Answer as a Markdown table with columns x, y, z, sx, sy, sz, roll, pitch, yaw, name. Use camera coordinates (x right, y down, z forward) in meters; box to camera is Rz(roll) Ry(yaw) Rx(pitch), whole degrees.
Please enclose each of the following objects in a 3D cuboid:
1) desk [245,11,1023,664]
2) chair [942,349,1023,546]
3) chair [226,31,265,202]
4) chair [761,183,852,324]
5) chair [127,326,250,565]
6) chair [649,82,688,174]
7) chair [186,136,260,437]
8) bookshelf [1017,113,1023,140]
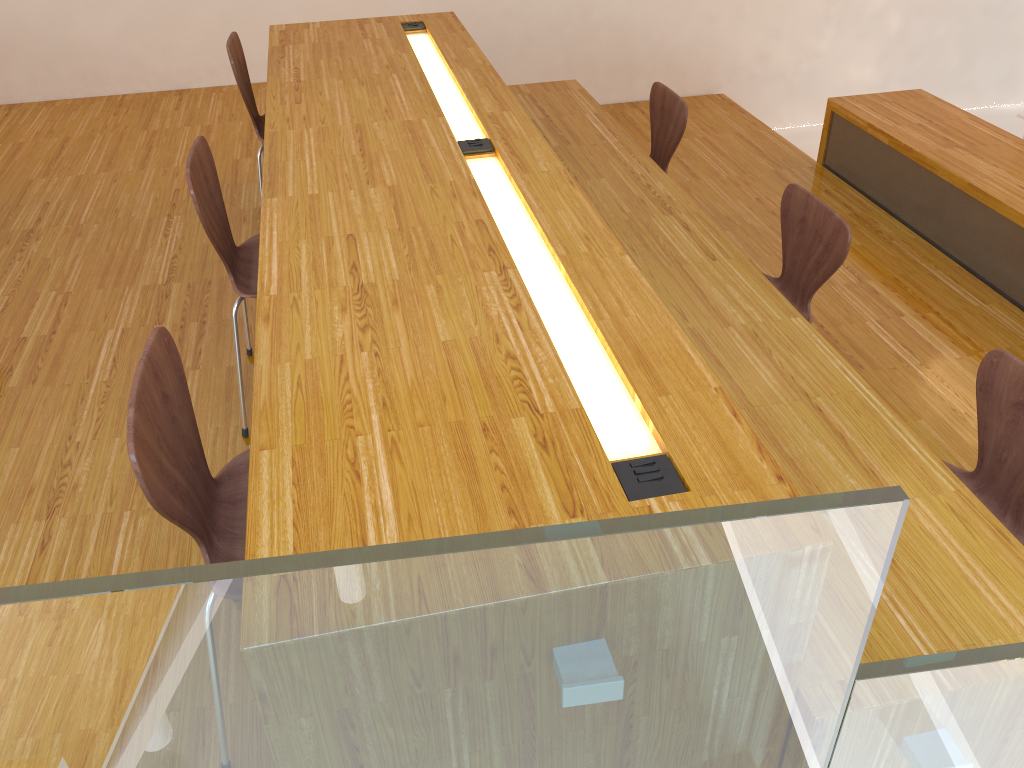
| x | y | z | sx | sy | sz | roll | pitch | yaw | name |
| --- | --- | --- | --- | --- | --- | --- | --- | --- | --- |
| -0.011 | -0.279 | 2.676 | 1.285 | 0.918 | 3.236 | -8 | 35 | -9 | desk |
| 0.939 | 0.323 | 1.964 | 0.381 | 0.693 | 0.428 | -8 | 35 | -9 | chair |
| -0.782 | -0.912 | 3.261 | 0.381 | 0.693 | 0.428 | -8 | 35 | -9 | chair |
| 0.736 | -0.216 | 2.746 | 0.381 | 0.693 | 0.428 | -8 | 35 | -9 | chair |
| -0.382 | 0.254 | 1.573 | 0.381 | 0.693 | 0.428 | -8 | 35 | -9 | chair |
| 0.464 | -0.832 | 3.641 | 0.381 | 0.693 | 0.428 | -8 | 35 | -9 | chair |
| -0.585 | -0.286 | 2.355 | 0.381 | 0.693 | 0.428 | -8 | 35 | -9 | chair |
| 3.113 | -1.081 | 3.382 | 0.498 | 1.836 | 2.984 | -8 | 35 | -9 | bookshelf |
